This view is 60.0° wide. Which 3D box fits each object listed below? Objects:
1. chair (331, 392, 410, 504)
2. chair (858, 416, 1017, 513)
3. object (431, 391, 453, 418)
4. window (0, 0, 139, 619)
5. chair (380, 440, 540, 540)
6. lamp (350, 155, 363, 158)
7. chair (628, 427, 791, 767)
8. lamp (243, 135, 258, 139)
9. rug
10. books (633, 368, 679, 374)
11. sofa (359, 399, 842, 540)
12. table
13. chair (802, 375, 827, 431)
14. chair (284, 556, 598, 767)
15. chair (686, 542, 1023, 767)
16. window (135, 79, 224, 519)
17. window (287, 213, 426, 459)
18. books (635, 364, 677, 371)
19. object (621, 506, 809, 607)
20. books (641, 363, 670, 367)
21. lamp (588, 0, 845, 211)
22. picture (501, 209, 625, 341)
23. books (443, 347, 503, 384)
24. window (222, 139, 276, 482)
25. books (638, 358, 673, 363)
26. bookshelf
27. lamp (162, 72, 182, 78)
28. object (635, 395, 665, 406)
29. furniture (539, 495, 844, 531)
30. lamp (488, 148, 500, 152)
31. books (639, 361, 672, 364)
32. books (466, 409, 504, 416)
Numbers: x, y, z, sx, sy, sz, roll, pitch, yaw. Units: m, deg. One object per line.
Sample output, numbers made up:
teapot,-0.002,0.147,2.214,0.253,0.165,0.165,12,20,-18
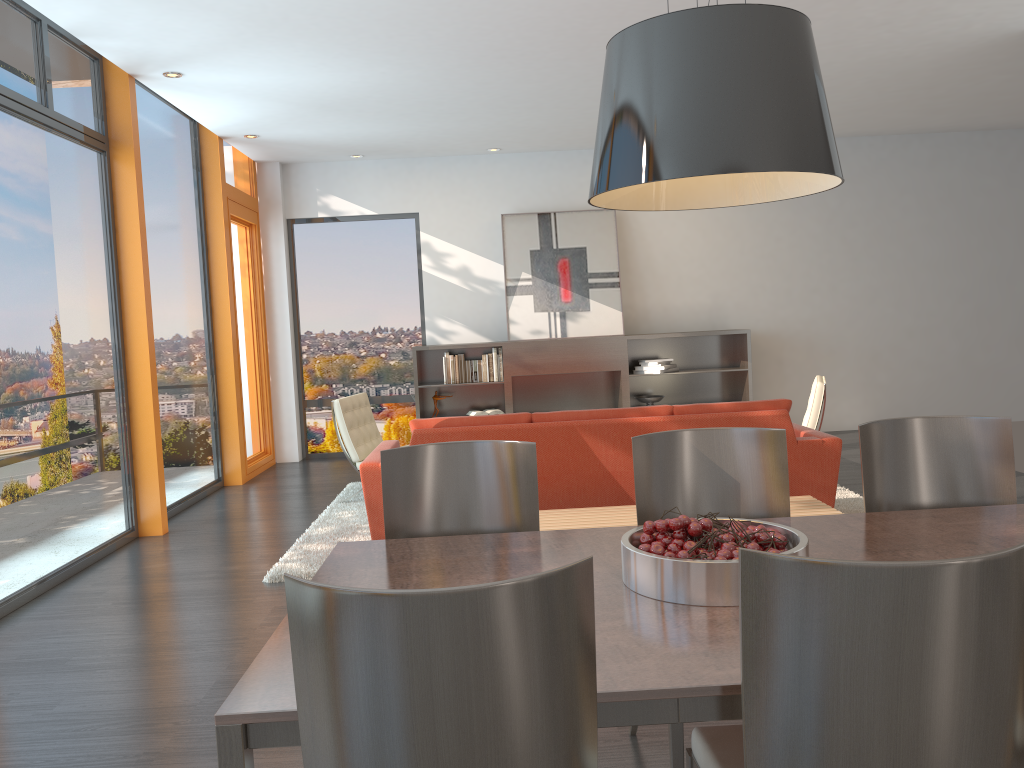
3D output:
chair,-1.010,0.490,7.091,0.707,0.816,0.700,-2,4,9
chair,1.326,0.607,2.579,0.548,0.967,0.614,-3,3,-1
object,-0.753,0.214,9.094,0.245,0.290,0.202,-2,4,19
window,-2.679,-0.540,4.991,0.070,3.344,2.105,-3,3,-1
chair,-0.135,0.683,2.552,0.548,0.967,0.614,-3,3,-1
lamp,-1.600,-2.342,9.127,0.129,0.010,0.129,1,5,44
chair,0.629,0.643,2.566,0.548,0.967,0.614,-3,3,-1
lamp,-2.352,-2.228,7.986,0.129,0.010,0.129,1,5,44
rug,0.512,0.879,6.345,3.772,0.043,2.985,-3,4,-1
books,1.476,-0.135,9.087,0.314,0.038,0.398,0,5,38
sofa,0.481,0.532,5.228,2.597,0.852,1.038,-3,4,-1
table,0.589,0.831,2.088,2.151,0.764,1.172,-3,4,-1
chair,1.995,0.373,6.524,0.707,0.816,0.700,-2,4,19
chair,-0.091,0.747,1.555,0.548,0.967,0.614,-3,3,-1
chair,0.606,0.710,1.568,0.548,0.967,0.614,-3,3,-1
window,-2.725,-0.675,7.072,0.070,3.344,1.844,-3,3,-1
window,-1.647,-0.890,9.530,1.410,3.338,0.065,-3,3,-1
books,1.475,-0.172,9.084,0.314,0.038,0.398,-1,4,28
object,0.470,0.378,2.075,0.427,0.154,0.427,0,5,43
books,1.473,-0.201,9.083,0.210,0.020,0.300,-1,4,28
lamp,0.416,-1.221,1.980,0.567,1.579,0.567,-1,4,28
picture,0.524,-1.140,9.238,1.208,1.337,0.269,-3,3,-1
books,-0.393,-0.192,9.026,0.592,0.339,0.324,-3,4,-1
window,-2.665,-0.785,8.681,0.211,3.344,1.157,-3,3,-1
books,1.471,-0.241,9.080,0.300,0.020,0.210,-4,4,-11
bookshelf,0.721,0.104,9.163,3.387,1.162,0.570,-3,3,-1
lamp,-2.310,-2.101,6.030,0.129,0.010,0.129,1,5,44
object,1.416,0.188,9.102,0.309,0.116,0.309,-1,4,33
furniture,0.577,0.830,4.397,2.005,0.357,0.493,-3,4,-1
lamp,-0.189,-2.416,9.153,0.129,0.010,0.129,1,5,44
books,1.472,-0.221,9.082,0.210,0.020,0.300,0,5,39
books,-0.274,0.302,9.075,0.336,0.064,0.234,-4,4,-21
